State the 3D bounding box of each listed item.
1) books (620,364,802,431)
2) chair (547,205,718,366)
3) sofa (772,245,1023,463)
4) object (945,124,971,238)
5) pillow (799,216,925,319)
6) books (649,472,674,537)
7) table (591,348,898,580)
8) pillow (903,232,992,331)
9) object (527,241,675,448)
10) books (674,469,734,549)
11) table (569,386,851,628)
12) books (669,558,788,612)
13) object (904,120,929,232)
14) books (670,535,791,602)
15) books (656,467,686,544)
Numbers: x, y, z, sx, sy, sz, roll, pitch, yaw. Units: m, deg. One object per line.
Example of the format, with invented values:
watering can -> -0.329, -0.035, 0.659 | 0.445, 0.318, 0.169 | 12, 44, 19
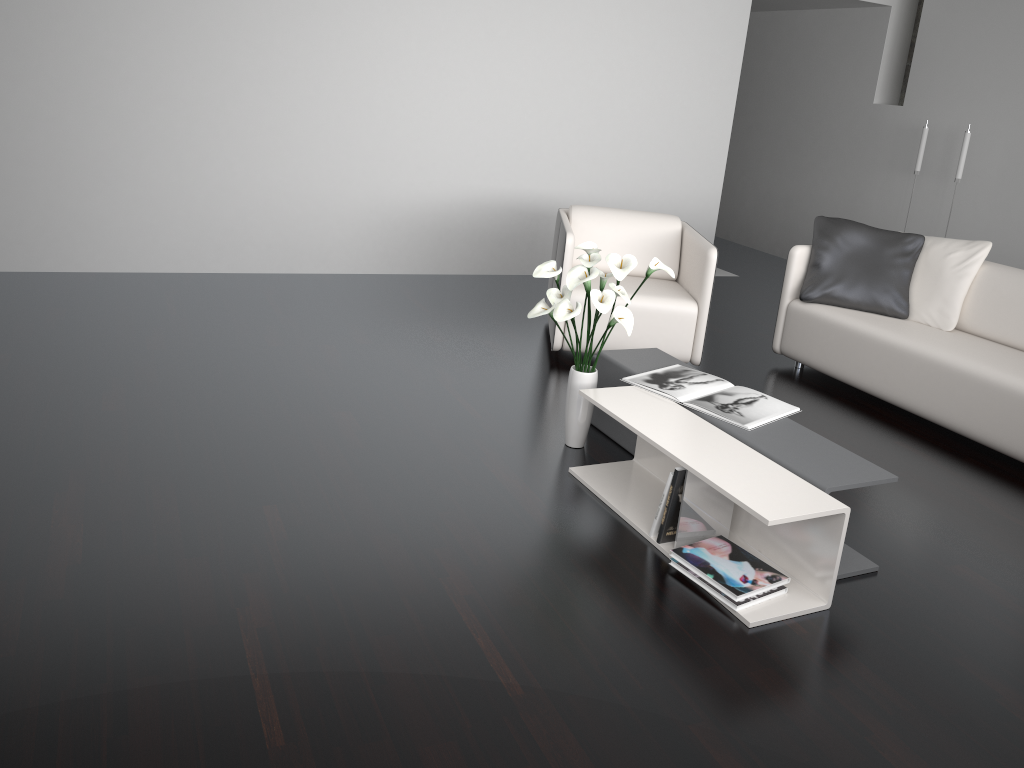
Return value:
books -> 0.718, 0.033, 3.202 | 0.361, 0.016, 0.560 | -12, 26, -42
chair -> 0.609, -0.577, 4.786 | 0.767, 0.643, 0.947 | 6, 17, -1
sofa -> 2.350, -0.121, 4.004 | 0.920, 0.642, 2.305 | -3, 20, -27
object -> 3.127, -1.159, 6.305 | 0.180, 1.358, 0.185 | 0, 14, -25
pillow -> 1.841, -0.618, 4.628 | 0.569, 0.437, 0.284 | 12, 16, 18
books -> 0.554, 0.365, 2.746 | 0.227, 0.232, 0.071 | -2, 16, -27
table -> 0.739, 0.220, 3.161 | 0.299, 0.305, 1.295 | -2, 20, -26
pillow -> 2.145, -0.550, 4.620 | 0.324, 0.486, 0.600 | -4, 19, -35
object -> 0.279, -0.106, 3.239 | 0.449, 0.776, 0.386 | -7, 19, -41
books -> 0.602, 0.363, 2.700 | 0.205, 0.276, 0.008 | -2, 15, -27
table -> 0.567, 0.326, 2.797 | 0.299, 0.305, 0.997 | -2, 20, -27
books -> 0.624, 0.554, 2.549 | 0.214, 0.016, 0.270 | -7, 23, -33
object -> 3.039, -1.319, 6.743 | 0.180, 1.358, 0.185 | 0, 14, -25
books -> 0.633, 0.531, 2.569 | 0.228, 0.016, 0.270 | -7, 23, -33
books -> 0.571, 0.364, 2.719 | 0.234, 0.256, 0.052 | -2, 15, -27
